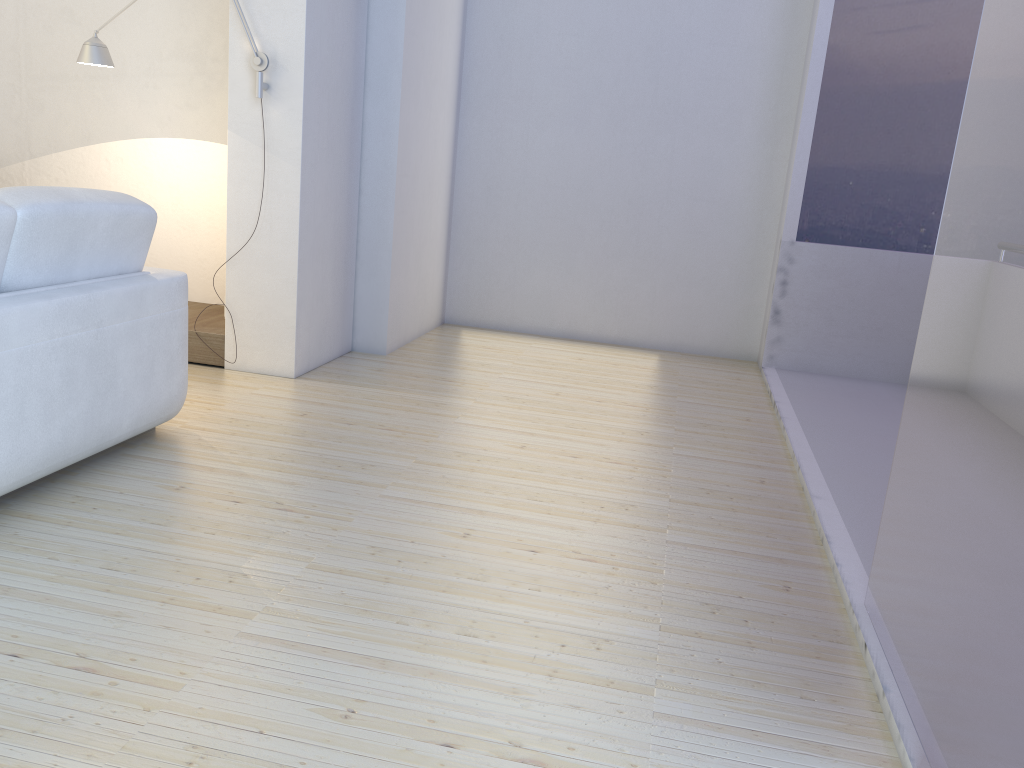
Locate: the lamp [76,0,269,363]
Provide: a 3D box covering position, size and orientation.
[{"bbox_3d":[-1.497,-1.031,3.973,0.891,1.841,0.204,7,14,6],"label":"lamp"}]

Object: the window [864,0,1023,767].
[{"bbox_3d":[0.730,-0.429,0.512,0.012,2.706,2.988,8,14,10],"label":"window"}]

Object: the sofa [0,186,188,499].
[{"bbox_3d":[-1.794,-0.094,2.272,0.941,0.862,2.166,8,14,10],"label":"sofa"}]
